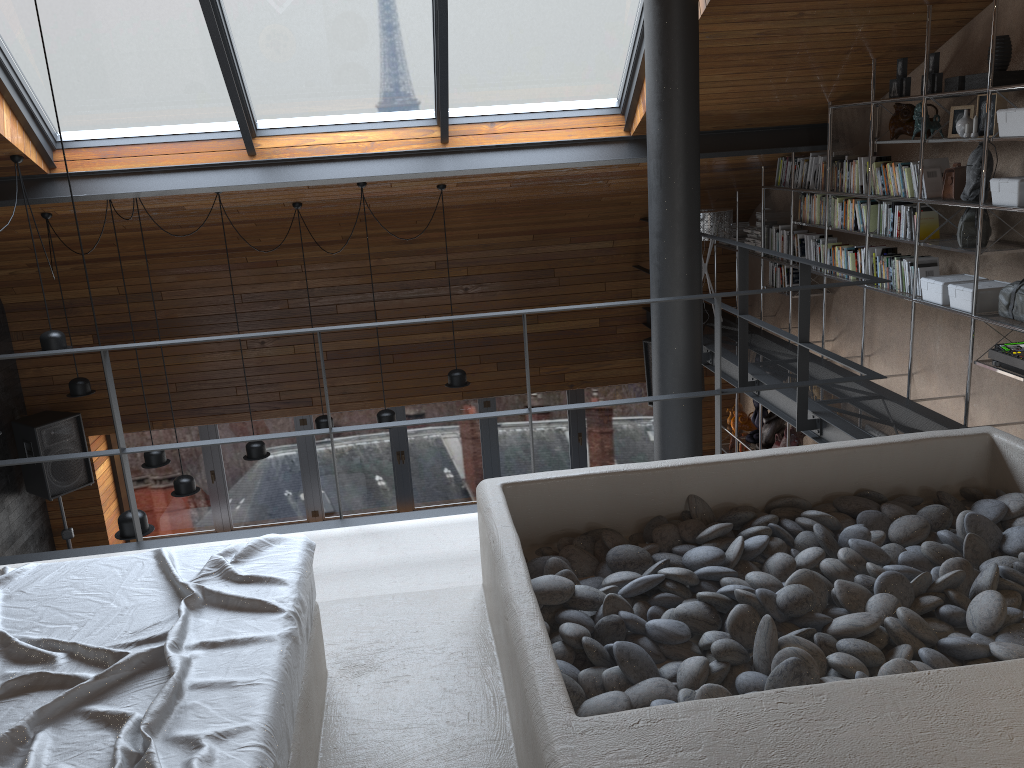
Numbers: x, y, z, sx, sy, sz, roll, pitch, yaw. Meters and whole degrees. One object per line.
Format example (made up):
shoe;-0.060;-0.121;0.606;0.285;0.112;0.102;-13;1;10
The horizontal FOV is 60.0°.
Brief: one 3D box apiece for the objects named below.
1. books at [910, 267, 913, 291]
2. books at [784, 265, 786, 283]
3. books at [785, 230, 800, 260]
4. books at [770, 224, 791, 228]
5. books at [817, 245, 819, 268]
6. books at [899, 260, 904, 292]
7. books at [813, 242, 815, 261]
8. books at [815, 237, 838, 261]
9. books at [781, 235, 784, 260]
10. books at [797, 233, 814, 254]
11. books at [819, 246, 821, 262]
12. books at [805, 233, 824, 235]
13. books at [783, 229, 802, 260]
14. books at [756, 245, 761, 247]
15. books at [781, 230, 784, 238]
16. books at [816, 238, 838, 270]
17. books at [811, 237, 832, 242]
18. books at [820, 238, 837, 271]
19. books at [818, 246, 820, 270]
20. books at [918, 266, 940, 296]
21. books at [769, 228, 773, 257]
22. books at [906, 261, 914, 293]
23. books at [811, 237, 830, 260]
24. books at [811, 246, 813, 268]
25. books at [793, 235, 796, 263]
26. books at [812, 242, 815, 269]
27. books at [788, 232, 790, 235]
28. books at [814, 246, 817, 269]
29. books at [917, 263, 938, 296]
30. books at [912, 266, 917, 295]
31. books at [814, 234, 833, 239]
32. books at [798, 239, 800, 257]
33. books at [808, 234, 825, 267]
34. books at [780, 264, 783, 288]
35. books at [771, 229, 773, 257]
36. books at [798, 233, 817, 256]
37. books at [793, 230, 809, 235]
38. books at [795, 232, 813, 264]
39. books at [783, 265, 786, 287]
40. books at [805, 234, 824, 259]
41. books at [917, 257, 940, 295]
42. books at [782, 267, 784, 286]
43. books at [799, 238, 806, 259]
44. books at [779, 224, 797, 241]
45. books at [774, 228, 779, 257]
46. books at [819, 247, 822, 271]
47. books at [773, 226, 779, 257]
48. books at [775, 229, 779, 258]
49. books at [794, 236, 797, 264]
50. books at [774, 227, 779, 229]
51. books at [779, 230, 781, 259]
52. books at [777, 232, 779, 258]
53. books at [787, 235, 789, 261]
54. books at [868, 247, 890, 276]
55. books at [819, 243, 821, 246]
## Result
books;2.493;-0.636;5.406;0.130;0.166;0.046;-5;15;-6
books;2.283;-0.865;7.194;0.137;0.216;0.050;-5;15;-6
books;2.269;-1.119;7.141;0.148;0.234;0.013;-5;15;-6
books;2.260;-1.205;7.425;0.207;0.255;0.010;-5;15;-6
books;2.323;-0.941;6.565;0.117;0.182;0.044;-5;15;-6
books;2.483;-0.677;5.518;0.148;0.189;0.053;-5;15;-6
books;2.319;-0.965;6.625;0.127;0.200;0.046;-5;15;-6
books;2.347;-0.977;6.610;0.177;0.217;0.046;-5;15;-6
books;2.255;-1.114;7.194;0.143;0.199;0.019;-5;15;-6
books;2.298;-1.054;6.899;0.148;0.232;0.053;-5;15;-6
books;2.319;-0.930;6.538;0.112;0.176;0.039;-5;15;-6
books;2.333;-1.037;6.825;0.143;0.236;0.062;-6;15;-7
books;2.268;-1.130;7.170;0.146;0.240;0.023;-5;15;-6
books;2.229;-1.182;7.554;0.252;0.016;0.182;-4;15;-2
books;2.254;-1.135;7.204;0.148;0.234;0.013;-5;15;-6
books;2.339;-0.966;6.579;0.161;0.222;0.055;-5;15;-6
books;2.336;-0.984;6.656;0.171;0.218;0.047;-6;15;-7
books;2.328;-0.949;6.506;0.122;0.229;0.057;-5;15;-6
books;2.319;-0.935;6.555;0.112;0.176;0.039;-5;15;-6
books;2.514;-0.620;5.341;0.130;0.166;0.046;-5;15;-6
books;2.225;-1.189;7.413;0.148;0.234;0.013;-5;15;-6
books;2.503;-0.662;5.457;0.148;0.189;0.053;-5;15;-6
books;2.334;-0.986;6.665;0.164;0.217;0.048;-5;15;-6
books;2.316;-0.979;6.675;0.127;0.200;0.046;-5;15;-6
books;2.256;-1.064;6.974;0.137;0.215;0.014;-5;15;-6
books;2.310;-0.967;6.635;0.127;0.200;0.046;-5;15;-6
books;2.272;-1.108;7.106;0.129;0.231;0.010;-5;15;-6
books;2.317;-0.947;6.613;0.119;0.171;0.044;-5;15;-6
books;2.509;-0.632;5.348;0.129;0.186;0.050;-5;15;-6
books;2.507;-0.635;5.393;0.146;0.171;0.054;-5;15;-6
books;2.362;-1.009;6.718;0.148;0.232;0.053;-5;15;-6
books;2.290;-1.039;6.869;0.141;0.221;0.055;-5;15;-6
books;2.327;-1.015;6.748;0.148;0.232;0.053;-5;15;-6
books;2.271;-0.883;7.253;0.155;0.215;0.055;-5;15;-6
books;2.245;-1.183;7.388;0.169;0.232;0.018;-5;15;-6
books;2.291;-1.041;6.853;0.148;0.232;0.053;-5;15;-6
books;2.273;-1.085;6.990;0.131;0.247;0.018;-5;15;-6
books;2.283;-1.057;6.911;0.143;0.235;0.055;-6;15;-7
books;2.269;-0.867;7.206;0.133;0.218;0.051;-6;15;-7
books;2.320;-1.027;6.794;0.148;0.232;0.053;-5;15;-6
books;2.514;-0.652;5.361;0.143;0.217;0.066;-5;15;-6
books;2.270;-0.861;7.221;0.126;0.197;0.047;-5;15;-6
books;2.292;-1.023;6.840;0.148;0.205;0.053;-5;15;-6
books;2.255;-1.166;7.255;0.143;0.268;0.020;-5;15;-6
books;2.245;-1.174;7.352;0.148;0.234;0.013;-5;15;-6
books;2.318;-0.926;6.529;0.111;0.174;0.041;-5;15;-6
books;2.259;-1.191;7.374;0.191;0.255;0.012;-5;15;-6
books;2.249;-1.165;7.324;0.160;0.231;0.021;-5;15;-6
books;2.281;-1.057;6.943;0.133;0.219;0.058;-5;15;-6
books;2.266;-1.187;7.364;0.192;0.251;0.012;-5;15;-6
books;2.248;-1.137;7.216;0.148;0.234;0.013;-5;15;-6
books;2.249;-1.145;7.289;0.146;0.210;0.018;-5;15;-6
books;2.268;-1.089;7.087;0.148;0.206;0.018;-5;15;-6
books;2.413;-0.777;5.821;0.148;0.232;0.053;-5;15;-6
books;2.323;-0.944;6.546;0.111;0.197;0.043;-5;15;-6
